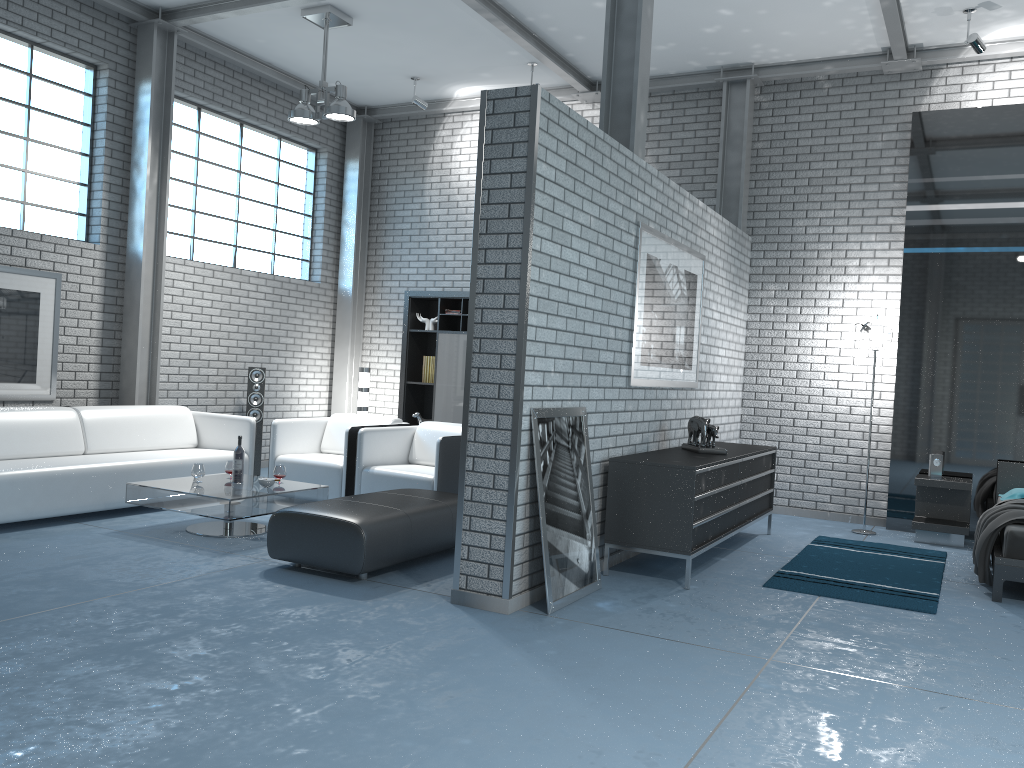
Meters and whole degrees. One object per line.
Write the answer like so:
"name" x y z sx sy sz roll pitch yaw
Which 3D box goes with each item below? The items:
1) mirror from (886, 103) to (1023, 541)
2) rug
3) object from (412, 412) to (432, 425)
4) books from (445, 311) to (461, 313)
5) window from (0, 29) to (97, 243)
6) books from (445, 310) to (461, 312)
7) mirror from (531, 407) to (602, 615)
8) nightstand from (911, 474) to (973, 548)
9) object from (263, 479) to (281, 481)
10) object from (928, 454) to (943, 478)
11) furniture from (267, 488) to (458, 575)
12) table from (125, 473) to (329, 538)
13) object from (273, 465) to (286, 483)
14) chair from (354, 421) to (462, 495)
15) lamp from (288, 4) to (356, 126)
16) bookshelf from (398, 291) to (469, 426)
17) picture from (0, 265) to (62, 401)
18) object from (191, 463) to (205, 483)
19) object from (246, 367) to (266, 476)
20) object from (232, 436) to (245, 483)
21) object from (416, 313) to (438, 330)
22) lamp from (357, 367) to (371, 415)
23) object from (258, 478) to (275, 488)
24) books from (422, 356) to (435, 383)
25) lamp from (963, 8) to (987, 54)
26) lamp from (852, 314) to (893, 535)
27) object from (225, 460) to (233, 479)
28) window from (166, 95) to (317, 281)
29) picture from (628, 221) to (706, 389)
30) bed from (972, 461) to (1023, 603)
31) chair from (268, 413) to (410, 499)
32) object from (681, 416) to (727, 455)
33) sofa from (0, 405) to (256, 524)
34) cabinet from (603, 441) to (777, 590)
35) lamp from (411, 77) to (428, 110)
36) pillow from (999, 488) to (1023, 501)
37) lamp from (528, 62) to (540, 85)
"mirror" 4.757 -0.425 6.662 3.400 3.500 0.050 4 1 28
"rug" 2.309 1.198 5.784 0.886 0.012 2.060 4 1 28
"object" -0.903 0.410 9.257 0.285 0.229 0.095 3 1 -17
"books" -0.570 -0.728 9.075 0.190 0.015 0.135 4 1 32
"window" -4.064 -1.930 6.469 0.100 1.500 2.200 4 1 28
"books" -0.575 -0.744 9.081 0.190 0.015 0.135 3 1 7
"mirror" 0.289 0.613 4.555 0.165 0.978 0.674 4 1 28
"nightstand" 3.388 0.994 6.988 0.400 0.501 0.400 4 1 28
"object" -1.560 0.640 5.769 0.128 0.052 0.024 4 1 21
"object" 3.362 0.649 7.035 0.100 0.184 0.032 3 1 -4
"furniture" -0.756 0.831 5.270 0.685 0.301 1.291 4 1 28
"table" -1.859 0.810 5.839 0.900 0.300 0.900 4 1 28
"object" -1.582 0.613 6.038 0.089 0.120 0.089 3 1 -7
"chair" -0.616 0.641 6.829 0.767 0.661 0.919 4 1 30
"lamp" -1.546 -2.614 7.308 0.639 0.872 0.300 4 1 28
"bookshelf" -0.228 0.047 8.937 1.930 1.920 0.419 4 1 28
"picture" -3.961 -0.382 6.405 0.020 1.015 1.490 4 1 28
"object" -2.074 0.588 5.861 0.089 0.120 0.089 3 1 -7
"object" -2.484 0.362 8.550 0.159 1.045 0.254 3 1 -17
"object" -1.824 0.503 5.923 0.079 0.316 0.079 3 1 -30
"object" -0.851 -0.643 9.217 0.308 0.180 0.106 4 1 18
"lamp" -1.554 0.378 9.189 0.140 1.100 0.098 3 1 -10
"object" -1.599 0.648 5.784 0.108 0.056 0.108 4 1 24
"books" -0.804 -0.147 9.209 0.167 0.275 0.195 4 1 28
"lamp" 3.407 -2.600 6.544 0.166 0.311 0.137 3 1 -37
"lamp" 2.908 0.320 7.195 0.250 1.773 0.259 3 1 -17
"object" -1.938 0.591 6.125 0.089 0.120 0.089 3 1 -7
"window" -2.768 -1.892 8.950 0.100 1.500 2.200 4 1 28
"picture" 1.095 -0.482 6.118 0.020 1.015 1.490 4 1 28
"bed" 4.170 0.985 5.525 2.290 0.674 2.261 4 1 28
"chair" -1.391 0.590 7.278 0.767 0.661 0.919 4 1 25
"object" 1.296 0.337 5.983 0.221 0.237 0.369 3 1 -7
"sofa" -2.992 0.511 6.382 0.919 0.661 2.238 4 1 28
"cabinet" 1.287 0.797 5.998 0.510 0.682 2.250 4 1 28
"lamp" -0.928 -2.882 8.812 0.166 0.311 0.137 3 1 -37
"pillow" 4.480 0.877 6.276 1.810 0.115 0.567 4 1 28
"lamp" 0.212 -2.798 8.230 0.137 0.332 0.167 4 1 18
